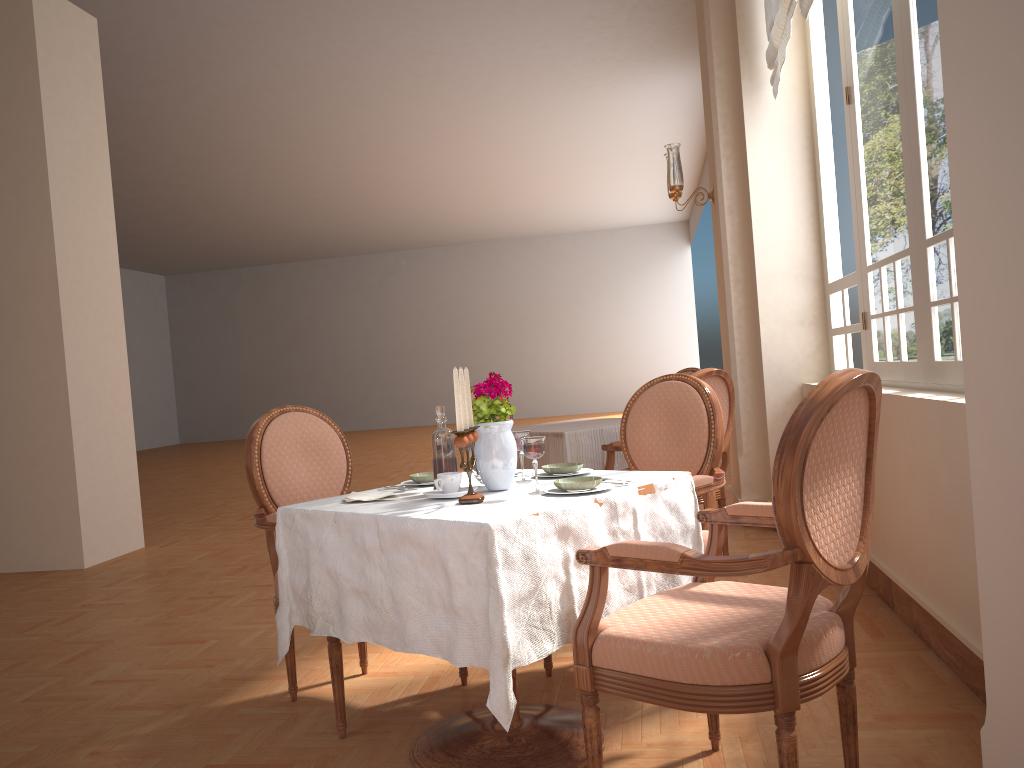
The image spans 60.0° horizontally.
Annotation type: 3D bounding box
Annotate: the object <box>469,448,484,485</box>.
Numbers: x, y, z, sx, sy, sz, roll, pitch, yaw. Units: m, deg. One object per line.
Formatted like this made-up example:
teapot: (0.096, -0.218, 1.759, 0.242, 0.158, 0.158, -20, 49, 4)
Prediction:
object: (-0.070, 0.202, 2.388, 0.093, 0.138, 0.093, -4, 1, 37)

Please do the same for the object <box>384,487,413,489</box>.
object: (-0.315, 0.289, 2.464, 0.125, 0.002, 0.016, -4, 1, 43)

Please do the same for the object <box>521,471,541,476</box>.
object: (0.073, 0.256, 2.558, 0.127, 0.004, 0.013, -5, 1, -44)

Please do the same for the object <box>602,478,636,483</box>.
object: (0.262, 0.243, 2.231, 0.125, 0.006, 0.027, -4, 1, 45)

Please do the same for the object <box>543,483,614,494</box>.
object: (0.160, 0.252, 2.129, 0.171, 0.005, 0.171, -5, 1, -31)

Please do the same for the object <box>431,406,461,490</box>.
object: (-0.178, 0.169, 2.312, 0.074, 0.222, 0.074, -5, 1, -12)

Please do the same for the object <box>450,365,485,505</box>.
object: (-0.108, 0.117, 2.084, 0.059, 0.326, 0.177, -5, 1, 8)

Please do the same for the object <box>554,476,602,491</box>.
object: (0.159, 0.242, 2.129, 0.117, 0.024, 0.117, -5, 1, -40)

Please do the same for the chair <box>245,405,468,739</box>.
chair: (-0.526, 0.521, 2.798, 0.593, 0.931, 0.520, -4, 1, 42)

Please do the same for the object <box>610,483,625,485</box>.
object: (0.228, 0.246, 2.199, 0.013, 0.004, 0.127, -5, 1, -44)

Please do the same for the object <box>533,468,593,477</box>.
object: (0.143, 0.250, 2.490, 0.171, 0.005, 0.171, -4, 1, 39)

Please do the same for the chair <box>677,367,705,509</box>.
chair: (0.912, 0.382, 5.232, 0.592, 0.931, 0.521, -5, 1, -36)

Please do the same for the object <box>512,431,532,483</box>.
object: (0.026, 0.196, 2.387, 0.062, 0.135, 0.062, -4, 1, 40)

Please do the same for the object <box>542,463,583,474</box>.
object: (0.143, 0.240, 2.490, 0.117, 0.024, 0.117, -5, 1, -12)

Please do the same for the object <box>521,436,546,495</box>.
object: (0.056, 0.196, 2.127, 0.062, 0.135, 0.062, -4, 1, 40)

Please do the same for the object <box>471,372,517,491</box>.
object: (-0.051, 0.118, 2.263, 0.124, 0.302, 0.143, -5, 1, 7)

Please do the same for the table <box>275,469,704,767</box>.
table: (-0.042, 0.611, 2.329, 0.830, 0.680, 0.836, -4, 1, 43)

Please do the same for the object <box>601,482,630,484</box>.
object: (0.245, 0.246, 2.212, 0.016, 0.002, 0.125, -5, 1, -44)

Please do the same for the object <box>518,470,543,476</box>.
object: (0.061, 0.258, 2.575, 0.125, 0.002, 0.016, -5, 1, -44)

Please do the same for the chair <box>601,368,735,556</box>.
chair: (0.786, 0.401, 4.252, 0.520, 0.931, 0.593, -5, 1, -36)

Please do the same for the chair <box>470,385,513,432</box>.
chair: (-0.021, 0.457, 5.371, 0.520, 0.931, 0.593, -5, 1, -36)

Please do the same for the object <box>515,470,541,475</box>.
object: (0.042, 0.257, 2.592, 0.027, 0.006, 0.125, -4, 1, 45)

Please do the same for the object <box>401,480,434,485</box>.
object: (-0.235, 0.280, 2.551, 0.171, 0.005, 0.171, -5, 1, -44)

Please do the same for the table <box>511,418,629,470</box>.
table: (0.367, 0.557, 4.815, 0.830, 0.677, 0.829, -5, 1, -36)

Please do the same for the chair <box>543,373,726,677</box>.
chair: (0.416, 0.444, 2.845, 0.521, 0.931, 0.592, -4, 1, 42)

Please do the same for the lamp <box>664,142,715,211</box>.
lamp: (1.066, -1.246, 5.346, 0.274, 0.362, 0.320, -5, 1, 9)

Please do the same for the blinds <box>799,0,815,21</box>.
blinds: (1.149, -2.193, 3.481, 0.085, 1.236, 0.787, -4, 1, 9)

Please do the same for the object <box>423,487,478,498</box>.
object: (-0.153, 0.272, 2.215, 0.119, 0.016, 0.119, -4, 1, 29)

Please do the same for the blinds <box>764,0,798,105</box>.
blinds: (1.281, -2.140, 4.299, 0.072, 1.376, 0.843, -4, 1, 9)

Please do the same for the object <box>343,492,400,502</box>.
object: (-0.392, 0.292, 2.291, 0.094, 0.012, 0.234, -5, 1, -43)

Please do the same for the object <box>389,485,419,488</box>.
object: (-0.298, 0.287, 2.478, 0.127, 0.004, 0.013, -4, 1, 43)

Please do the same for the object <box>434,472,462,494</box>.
object: (-0.162, 0.248, 2.212, 0.078, 0.049, 0.062, -5, 1, -19)

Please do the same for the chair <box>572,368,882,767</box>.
chair: (0.484, 0.447, 1.858, 0.593, 0.931, 0.520, -4, 1, 42)

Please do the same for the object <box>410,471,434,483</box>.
object: (-0.235, 0.270, 2.551, 0.117, 0.024, 0.117, -4, 1, 19)

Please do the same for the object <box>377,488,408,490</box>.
object: (-0.331, 0.289, 2.444, 0.125, 0.006, 0.027, -4, 1, 42)
